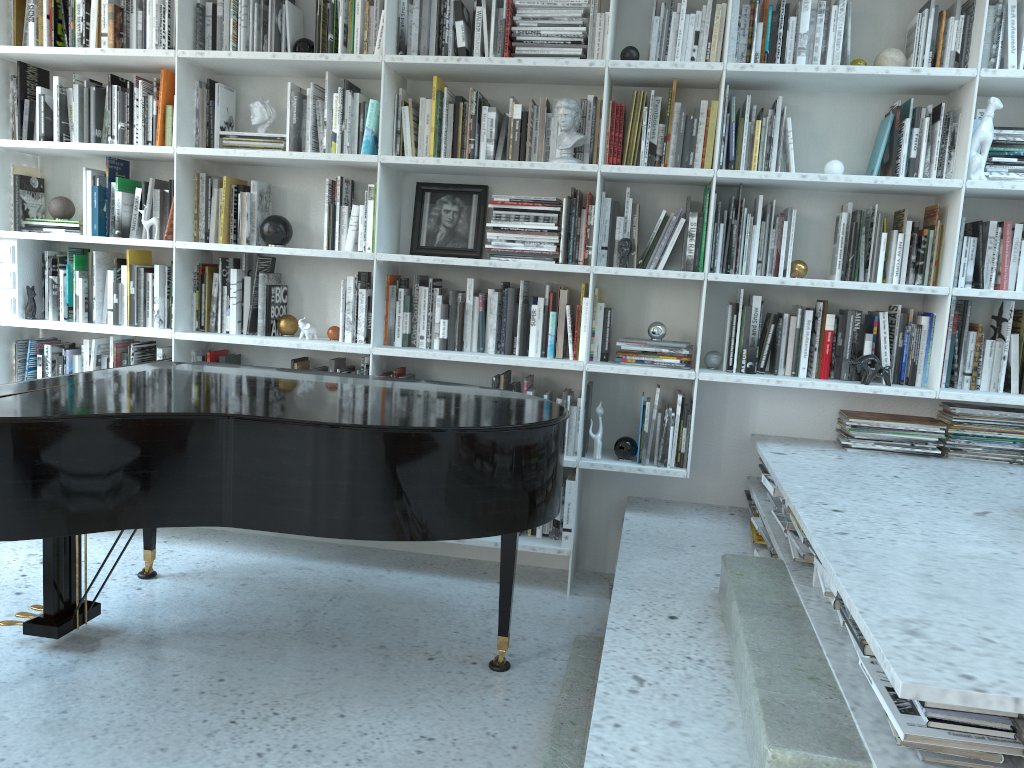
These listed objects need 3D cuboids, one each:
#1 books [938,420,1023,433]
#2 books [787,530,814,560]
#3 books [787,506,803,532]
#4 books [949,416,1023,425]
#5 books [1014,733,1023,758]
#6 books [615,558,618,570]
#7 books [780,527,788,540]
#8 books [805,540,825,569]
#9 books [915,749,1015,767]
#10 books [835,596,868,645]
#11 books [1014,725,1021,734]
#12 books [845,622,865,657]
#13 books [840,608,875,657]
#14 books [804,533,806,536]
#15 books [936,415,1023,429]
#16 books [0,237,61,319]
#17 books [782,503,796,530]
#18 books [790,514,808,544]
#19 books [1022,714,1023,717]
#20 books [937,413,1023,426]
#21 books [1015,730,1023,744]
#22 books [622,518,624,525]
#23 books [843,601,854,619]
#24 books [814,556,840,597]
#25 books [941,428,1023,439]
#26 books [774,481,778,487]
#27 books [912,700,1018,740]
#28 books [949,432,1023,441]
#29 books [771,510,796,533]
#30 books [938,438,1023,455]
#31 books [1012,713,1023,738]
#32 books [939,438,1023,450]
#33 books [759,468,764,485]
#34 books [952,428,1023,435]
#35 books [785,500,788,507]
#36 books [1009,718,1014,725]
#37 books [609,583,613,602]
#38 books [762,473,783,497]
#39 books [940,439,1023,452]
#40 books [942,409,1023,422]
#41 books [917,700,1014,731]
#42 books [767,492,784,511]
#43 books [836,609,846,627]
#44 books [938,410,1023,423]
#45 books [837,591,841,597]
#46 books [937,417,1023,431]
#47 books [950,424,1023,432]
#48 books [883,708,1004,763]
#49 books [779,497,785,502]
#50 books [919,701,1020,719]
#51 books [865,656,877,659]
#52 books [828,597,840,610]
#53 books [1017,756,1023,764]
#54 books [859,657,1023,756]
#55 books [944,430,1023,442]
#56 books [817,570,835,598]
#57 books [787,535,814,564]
[{"bbox_3d":[1.770,0.161,3.336,0.285,0.005,0.159,4,7,7],"label":"books"},{"bbox_3d":[0.905,0.469,2.556,0.177,0.014,0.247,4,7,7],"label":"books"},{"bbox_3d":[0.907,0.395,2.547,0.187,0.009,0.260,5,7,8],"label":"books"},{"bbox_3d":[1.774,0.129,3.327,0.254,0.006,0.160,5,7,13],"label":"books"},{"bbox_3d":[0.951,0.618,1.433,0.227,0.013,0.148,4,7,7],"label":"books"},{"bbox_3d":[0.480,0.636,3.187,0.191,0.028,0.212,5,7,13],"label":"books"},{"bbox_3d":[0.950,0.460,2.841,0.183,0.012,0.296,5,7,8],"label":"books"},{"bbox_3d":[0.827,0.424,2.118,0.192,0.014,0.256,4,7,5],"label":"books"},{"bbox_3d":[0.759,0.604,1.558,0.144,0.009,0.249,5,7,9],"label":"books"},{"bbox_3d":[0.785,0.493,1.822,0.187,0.009,0.250,5,7,9],"label":"books"},{"bbox_3d":[0.950,0.595,1.411,0.215,0.013,0.189,5,7,8],"label":"books"},{"bbox_3d":[0.790,0.555,1.829,0.154,0.007,0.292,5,7,12],"label":"books"},{"bbox_3d":[0.789,0.510,1.824,0.177,0.026,0.230,5,7,9],"label":"books"},{"bbox_3d":[0.913,0.406,2.547,0.161,0.012,0.253,5,7,13],"label":"books"},{"bbox_3d":[1.771,0.144,3.336,0.285,0.005,0.159,5,7,8],"label":"books"},{"bbox_3d":[-2.106,-0.459,3.867,0.106,0.340,0.306,5,7,9],"label":"books"},{"bbox_3d":[0.956,0.431,2.836,0.164,0.023,0.241,5,7,13],"label":"books"},{"bbox_3d":[0.909,0.420,2.549,0.179,0.017,0.292,5,7,10],"label":"books"},{"bbox_3d":[0.950,0.562,1.399,0.230,0.015,0.189,5,7,14],"label":"books"},{"bbox_3d":[1.771,0.134,3.328,0.285,0.005,0.159,4,7,5],"label":"books"},{"bbox_3d":[0.953,0.605,1.436,0.207,0.012,0.131,4,7,5],"label":"books"},{"bbox_3d":[0.529,0.569,3.470,0.191,0.013,0.243,4,7,5],"label":"books"},{"bbox_3d":[0.778,0.444,1.817,0.189,0.022,0.237,5,7,14],"label":"books"},{"bbox_3d":[0.838,0.463,2.121,0.174,0.029,0.250,4,7,7],"label":"books"},{"bbox_3d":[1.772,0.179,3.341,0.285,0.007,0.159,5,7,10],"label":"books"},{"bbox_3d":[1.010,0.346,3.127,0.171,0.007,0.206,5,7,11],"label":"books"},{"bbox_3d":[0.764,0.546,1.550,0.137,0.012,0.242,5,7,10],"label":"books"},{"bbox_3d":[1.771,0.186,3.341,0.254,0.007,0.160,5,7,10],"label":"books"},{"bbox_3d":[0.946,0.447,2.840,0.190,0.012,0.234,4,7,7],"label":"books"},{"bbox_3d":[1.767,0.235,3.338,0.285,0.007,0.159,5,7,14],"label":"books"},{"bbox_3d":[0.953,0.571,1.421,0.260,0.009,0.152,5,7,12],"label":"books"},{"bbox_3d":[1.769,0.220,3.343,0.285,0.007,0.159,5,7,11],"label":"books"},{"bbox_3d":[1.051,0.362,3.419,0.175,0.017,0.265,5,7,12],"label":"books"},{"bbox_3d":[1.770,0.165,3.341,0.254,0.006,0.160,5,7,9],"label":"books"},{"bbox_3d":[0.968,0.411,2.832,0.154,0.018,0.220,5,7,8],"label":"books"},{"bbox_3d":[0.786,0.537,1.545,0.091,0.011,0.189,4,7,7],"label":"books"},{"bbox_3d":[0.380,0.627,2.571,0.193,0.005,0.224,4,7,5],"label":"books"},{"bbox_3d":[0.998,0.363,3.131,0.189,0.030,0.237,4,7,6],"label":"books"},{"bbox_3d":[1.768,0.228,3.340,0.254,0.007,0.160,4,7,5],"label":"books"},{"bbox_3d":[1.774,0.119,3.324,0.254,0.006,0.160,4,7,4],"label":"books"},{"bbox_3d":[0.761,0.525,1.548,0.132,0.009,0.269,5,7,13],"label":"books"},{"bbox_3d":[1.006,0.425,3.137,0.173,0.017,0.232,5,7,8],"label":"books"},{"bbox_3d":[0.847,0.538,2.129,0.132,0.016,0.262,5,7,14],"label":"books"},{"bbox_3d":[1.775,0.124,3.328,0.285,0.005,0.159,4,7,6],"label":"books"},{"bbox_3d":[0.789,0.477,1.820,0.168,0.013,0.281,4,7,6],"label":"books"},{"bbox_3d":[1.771,0.150,3.337,0.285,0.005,0.159,5,7,10],"label":"books"},{"bbox_3d":[1.770,0.155,3.337,0.254,0.006,0.160,5,7,8],"label":"books"},{"bbox_3d":[0.744,0.591,1.559,0.161,0.014,0.212,5,7,13],"label":"books"},{"bbox_3d":[1.011,0.383,3.132,0.163,0.008,0.294,4,7,7],"label":"books"},{"bbox_3d":[0.758,0.513,1.547,0.149,0.014,0.228,4,7,7],"label":"books"},{"bbox_3d":[0.797,0.538,1.826,0.155,0.028,0.189,5,7,10],"label":"books"},{"bbox_3d":[0.841,0.505,2.126,0.167,0.024,0.192,5,7,10],"label":"books"},{"bbox_3d":[0.948,0.633,1.420,0.216,0.015,0.177,4,7,7],"label":"books"},{"bbox_3d":[0.739,0.557,1.555,0.184,0.014,0.296,5,7,8],"label":"books"},{"bbox_3d":[1.769,0.194,3.333,0.285,0.007,0.159,4,7,4],"label":"books"},{"bbox_3d":[0.831,0.485,2.125,0.177,0.015,0.187,5,7,14],"label":"books"},{"bbox_3d":[0.898,0.481,2.559,0.182,0.011,0.253,5,7,13],"label":"books"}]
